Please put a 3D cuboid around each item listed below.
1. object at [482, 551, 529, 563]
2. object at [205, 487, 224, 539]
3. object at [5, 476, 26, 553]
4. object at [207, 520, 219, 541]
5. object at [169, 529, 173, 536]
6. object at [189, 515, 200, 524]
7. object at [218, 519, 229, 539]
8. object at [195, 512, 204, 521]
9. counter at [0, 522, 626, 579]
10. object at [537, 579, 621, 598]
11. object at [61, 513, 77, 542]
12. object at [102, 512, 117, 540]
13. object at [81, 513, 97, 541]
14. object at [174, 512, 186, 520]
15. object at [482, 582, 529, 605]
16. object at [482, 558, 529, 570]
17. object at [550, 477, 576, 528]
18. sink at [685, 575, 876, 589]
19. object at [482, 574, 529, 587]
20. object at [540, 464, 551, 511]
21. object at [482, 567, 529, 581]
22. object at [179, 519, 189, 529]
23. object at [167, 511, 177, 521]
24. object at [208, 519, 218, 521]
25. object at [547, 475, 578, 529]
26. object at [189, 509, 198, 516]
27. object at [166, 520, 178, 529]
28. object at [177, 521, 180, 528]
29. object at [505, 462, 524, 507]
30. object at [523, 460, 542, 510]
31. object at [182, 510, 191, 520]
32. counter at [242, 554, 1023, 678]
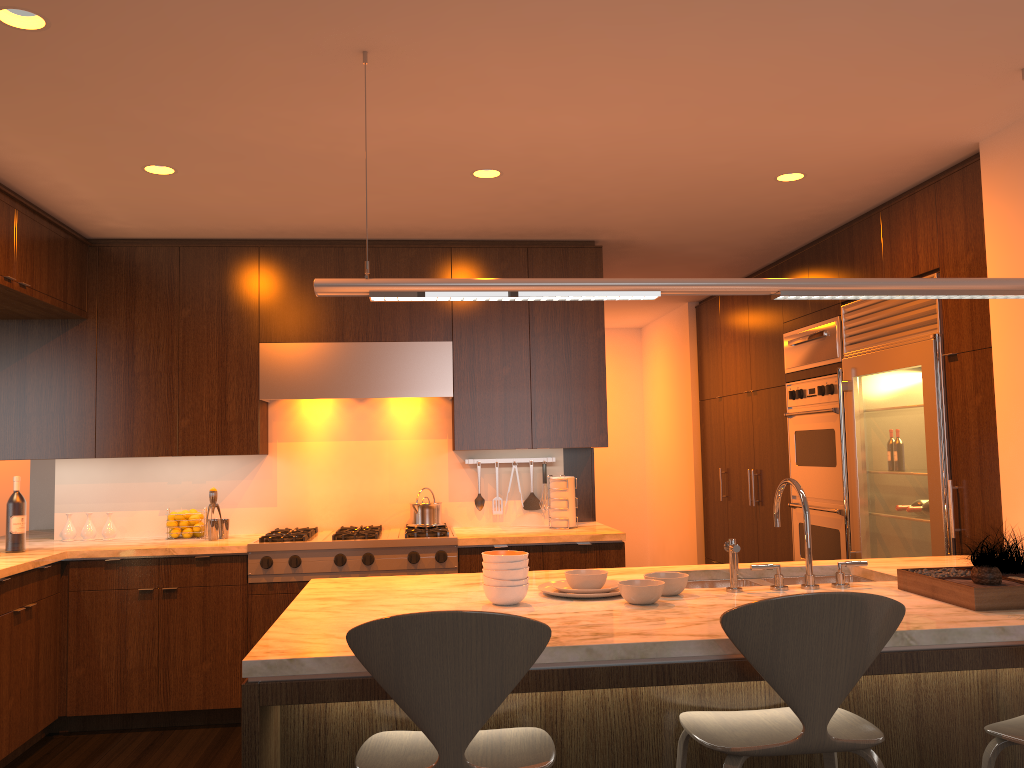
[{"bbox_3d":[-0.020,0.530,2.626,0.140,0.062,0.139,-1,-4,2],"label":"object"},{"bbox_3d":[-1.640,0.706,4.834,0.088,0.288,0.101,-3,-5,24],"label":"object"},{"bbox_3d":[-2.475,0.649,4.427,0.094,0.378,0.095,-3,-5,19],"label":"object"},{"bbox_3d":[-1.625,0.796,4.822,0.060,0.106,0.060,-3,-5,26],"label":"object"},{"bbox_3d":[-1.892,0.836,4.972,0.061,0.053,0.053,0,-5,-21],"label":"object"},{"bbox_3d":[-1.776,0.759,4.959,0.053,0.052,0.061,-5,-6,40],"label":"object"},{"bbox_3d":[-1.594,0.801,4.904,0.060,0.106,0.060,-3,-5,26],"label":"object"},{"bbox_3d":[-1.772,0.752,5.017,0.063,0.053,0.051,-5,-6,40],"label":"object"},{"bbox_3d":[-1.183,0.830,4.438,3.616,0.038,3.187,-1,-4,-6],"label":"counter"},{"bbox_3d":[0.235,0.645,2.785,0.310,0.021,0.309,-1,-4,-6],"label":"object"},{"bbox_3d":[-2.478,0.801,4.960,0.079,0.154,0.079,1,-5,-23],"label":"object"},{"bbox_3d":[-2.260,0.798,4.979,0.079,0.154,0.079,1,-5,-23],"label":"object"},{"bbox_3d":[-2.370,0.799,4.970,0.079,0.154,0.079,1,-5,-23],"label":"object"},{"bbox_3d":[-1.845,0.735,4.932,0.063,0.051,0.053,0,-4,-16],"label":"object"},{"bbox_3d":[-0.018,0.619,2.619,0.140,0.059,0.139,0,-4,-15],"label":"object"},{"bbox_3d":[-0.019,0.551,2.624,0.140,0.064,0.139,1,-5,-32],"label":"object"},{"bbox_3d":[0.292,0.679,5.103,0.144,0.286,0.149,1,-5,-24],"label":"object"},{"bbox_3d":[0.906,0.787,3.053,0.813,0.176,0.457,-1,-4,-6],"label":"sink"},{"bbox_3d":[-0.018,0.595,2.621,0.140,0.068,0.139,1,-5,-23],"label":"object"},{"bbox_3d":[0.197,0.620,5.317,0.063,0.281,0.063,1,-5,-29],"label":"object"},{"bbox_3d":[-0.018,0.573,2.622,0.140,0.062,0.139,-1,-4,-6],"label":"object"},{"bbox_3d":[-1.826,0.780,4.939,0.052,0.053,0.062,-1,-4,-1],"label":"object"},{"bbox_3d":[-1.894,0.742,4.953,0.057,0.060,0.052,-2,-4,15],"label":"object"},{"bbox_3d":[-1.663,0.805,4.934,0.060,0.106,0.060,-3,-5,26],"label":"object"},{"bbox_3d":[0.285,0.677,5.109,0.160,0.304,0.168,-5,-5,38],"label":"object"},{"bbox_3d":[-1.819,0.743,5.066,0.059,0.060,0.050,-3,-5,26],"label":"object"},{"bbox_3d":[-1.886,0.779,4.922,0.063,0.051,0.053,-1,-4,-4],"label":"object"},{"bbox_3d":[-1.867,0.781,4.977,0.051,0.053,0.064,-4,-5,30],"label":"object"},{"bbox_3d":[0.010,0.600,5.299,0.114,0.271,0.008,-1,-4,-6],"label":"object"},{"bbox_3d":[0.118,0.608,5.327,0.112,0.303,0.036,-1,-4,-6],"label":"object"},{"bbox_3d":[-1.837,0.736,4.991,0.063,0.053,0.051,-4,-5,28],"label":"object"},{"bbox_3d":[0.684,0.662,2.740,2.711,0.038,1.280,-1,-4,-6],"label":"counter"}]
